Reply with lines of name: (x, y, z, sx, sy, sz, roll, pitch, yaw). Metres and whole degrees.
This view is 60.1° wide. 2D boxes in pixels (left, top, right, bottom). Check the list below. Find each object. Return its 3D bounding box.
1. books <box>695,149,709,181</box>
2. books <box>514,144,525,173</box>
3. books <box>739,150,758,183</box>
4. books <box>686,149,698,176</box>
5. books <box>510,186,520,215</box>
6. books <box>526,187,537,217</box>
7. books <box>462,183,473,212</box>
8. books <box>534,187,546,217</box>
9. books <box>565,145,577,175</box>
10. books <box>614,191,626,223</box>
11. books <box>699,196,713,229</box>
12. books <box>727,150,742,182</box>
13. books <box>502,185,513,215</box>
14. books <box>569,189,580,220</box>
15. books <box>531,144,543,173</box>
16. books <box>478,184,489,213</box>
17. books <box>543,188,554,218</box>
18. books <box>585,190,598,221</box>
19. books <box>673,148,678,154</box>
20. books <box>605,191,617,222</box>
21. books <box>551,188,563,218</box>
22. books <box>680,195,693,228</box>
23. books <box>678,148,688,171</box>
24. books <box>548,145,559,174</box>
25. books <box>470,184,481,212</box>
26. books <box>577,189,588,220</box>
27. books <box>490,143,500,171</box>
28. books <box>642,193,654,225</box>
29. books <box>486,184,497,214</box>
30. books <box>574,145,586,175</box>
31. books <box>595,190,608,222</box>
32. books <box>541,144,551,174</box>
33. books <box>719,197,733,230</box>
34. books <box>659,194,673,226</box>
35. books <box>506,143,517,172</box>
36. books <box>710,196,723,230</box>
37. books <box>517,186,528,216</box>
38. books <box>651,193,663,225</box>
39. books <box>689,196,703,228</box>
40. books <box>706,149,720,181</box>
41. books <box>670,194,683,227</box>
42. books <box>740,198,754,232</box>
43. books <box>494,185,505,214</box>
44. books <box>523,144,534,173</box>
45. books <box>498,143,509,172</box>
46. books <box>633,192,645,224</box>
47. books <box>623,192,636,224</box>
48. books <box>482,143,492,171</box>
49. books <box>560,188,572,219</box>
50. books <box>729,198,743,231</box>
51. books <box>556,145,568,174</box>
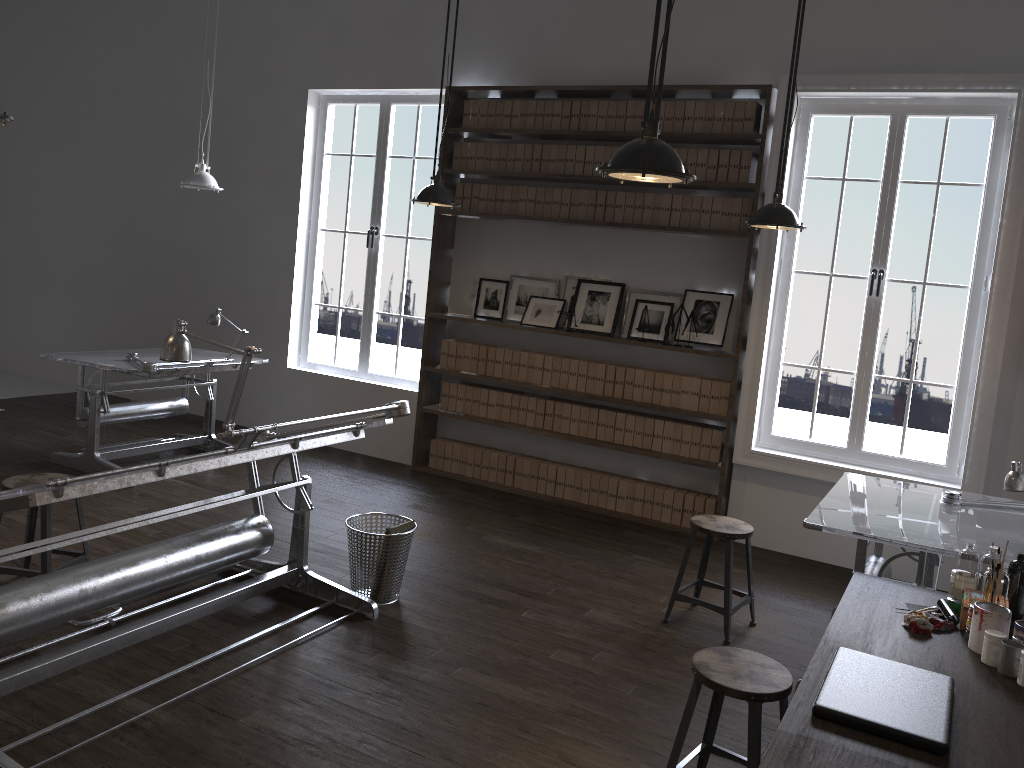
books: (1.313, -1.473, 6.027, 0.067, 0.224, 0.175, 8, 7, 27)
books: (0.093, -1.684, 6.672, 0.067, 0.224, 0.175, 8, 7, 27)
books: (1.574, -1.429, 5.892, 0.067, 0.224, 0.175, 8, 7, 27)
books: (1.253, -1.484, 6.064, 0.067, 0.224, 0.175, 8, 7, 27)
books: (0.063, -1.376, 6.702, 0.067, 0.224, 0.175, 8, 7, 27)
books: (0.180, -1.356, 6.636, 0.067, 0.225, 0.175, 8, 7, 27)
books: (-0.309, -1.440, 6.894, 0.067, 0.225, 0.175, 8, 7, 27)
books: (0.243, -1.345, 6.607, 0.067, 0.224, 0.175, 8, 7, 27)
books: (0.461, -1.620, 6.475, 0.067, 0.224, 0.175, 8, 7, 27)
books: (0.797, -1.249, 6.311, 0.067, 0.224, 0.175, 8, 7, 27)
books: (1.342, -1.156, 6.024, 0.067, 0.224, 0.175, 8, 7, 27)
books: (1.508, -1.440, 5.929, 0.067, 0.224, 0.175, 8, 7, 27)
books: (0.002, -1.386, 6.729, 0.067, 0.225, 0.175, 8, 7, 27)
books: (0.490, -1.302, 6.470, 0.067, 0.225, 0.175, 8, 7, 27)
books: (0.220, -1.662, 6.604, 0.067, 0.225, 0.175, 8, 7, 27)
books: (-0.181, -1.418, 6.827, 0.067, 0.224, 0.175, 8, 7, 27)
books: (0.305, -1.335, 6.576, 0.067, 0.224, 0.175, 8, 7, 27)
books: (0.606, -1.283, 6.417, 0.067, 0.224, 0.175, 8, 7, 27)
books: (1.129, -1.505, 6.123, 0.067, 0.225, 0.175, 8, 7, 27)
books: (0.737, -1.260, 6.348, 0.067, 0.224, 0.175, 8, 7, 27)
books: (0.365, -1.324, 6.541, 0.067, 0.224, 0.175, 8, 7, 27)
books: (1.221, -1.177, 6.090, 0.067, 0.224, 0.175, 8, 7, 27)
books: (1.190, -1.495, 6.097, 0.067, 0.224, 0.175, 8, 7, 27)
books: (0.344, -1.641, 6.542, 0.067, 0.224, 0.175, 8, 7, 27)
books: (-0.241, -1.429, 6.865, 0.067, 0.224, 0.175, 8, 7, 27)
books: (0.548, -1.293, 6.445, 0.067, 0.224, 0.175, 8, 7, 27)
books: (-0.092, -1.715, 6.768, 0.067, 0.225, 0.175, 8, 7, 27)
books: (0.980, -1.218, 6.212, 0.067, 0.225, 0.175, 8, 7, 27)
books: (-0.117, -1.408, 6.798, 0.067, 0.224, 0.175, 8, 7, 27)
books: (0.526, -1.609, 6.445, 0.067, 0.224, 0.175, 8, 7, 27)
books: (0.669, -1.271, 6.378, 0.067, 0.225, 0.175, 8, 7, 27)
books: (0.288, -1.651, 6.574, 0.067, 0.224, 0.175, 8, 7, 27)
books: (1.462, -1.134, 5.956, 0.067, 0.225, 0.175, 8, 7, 27)
books: (1.095, -1.198, 6.155, 0.067, 0.224, 0.175, 8, 7, 27)
books: (0.033, -1.695, 6.709, 0.067, 0.224, 0.175, 8, 7, 27)
books: (1.404, -1.144, 5.987, 0.067, 0.224, 0.175, 8, 7, 27)
books: (0.117, -1.367, 6.671, 0.067, 0.224, 0.175, 8, 7, 27)
books: (1.040, -1.208, 6.185, 0.067, 0.224, 0.175, 8, 7, 27)
books: (1.283, -1.166, 6.060, 0.067, 0.224, 0.175, 8, 7, 27)
books: (1.377, -1.463, 5.999, 0.067, 0.224, 0.175, 8, 7, 27)
books: (1.157, -1.187, 6.119, 0.067, 0.225, 0.175, 8, 7, 27)
books: (1.582, -1.115, 5.899, 0.067, 0.224, 0.175, 8, 7, 27)
books: (-0.054, -1.397, 6.765, 0.067, 0.224, 0.175, 8, 7, 27)
books: (0.157, -1.673, 6.644, 0.067, 0.224, 0.175, 8, 7, 27)
books: (-0.030, -1.706, 6.742, 0.067, 0.224, 0.175, 8, 7, 27)
books: (0.923, -1.228, 6.248, 0.067, 0.224, 0.175, 8, 7, 27)
books: (0.861, -1.239, 6.281, 0.067, 0.224, 0.175, 8, 7, 27)
books: (-0.148, -1.726, 6.803, 0.067, 0.224, 0.175, 8, 7, 27)
books: (0.427, -1.313, 6.504, 0.067, 0.224, 0.175, 8, 7, 27)
books: (1.520, -1.125, 5.931, 0.067, 0.224, 0.175, 8, 7, 27)
books: (0.398, -1.631, 6.509, 0.067, 0.225, 0.175, 8, 7, 27)
